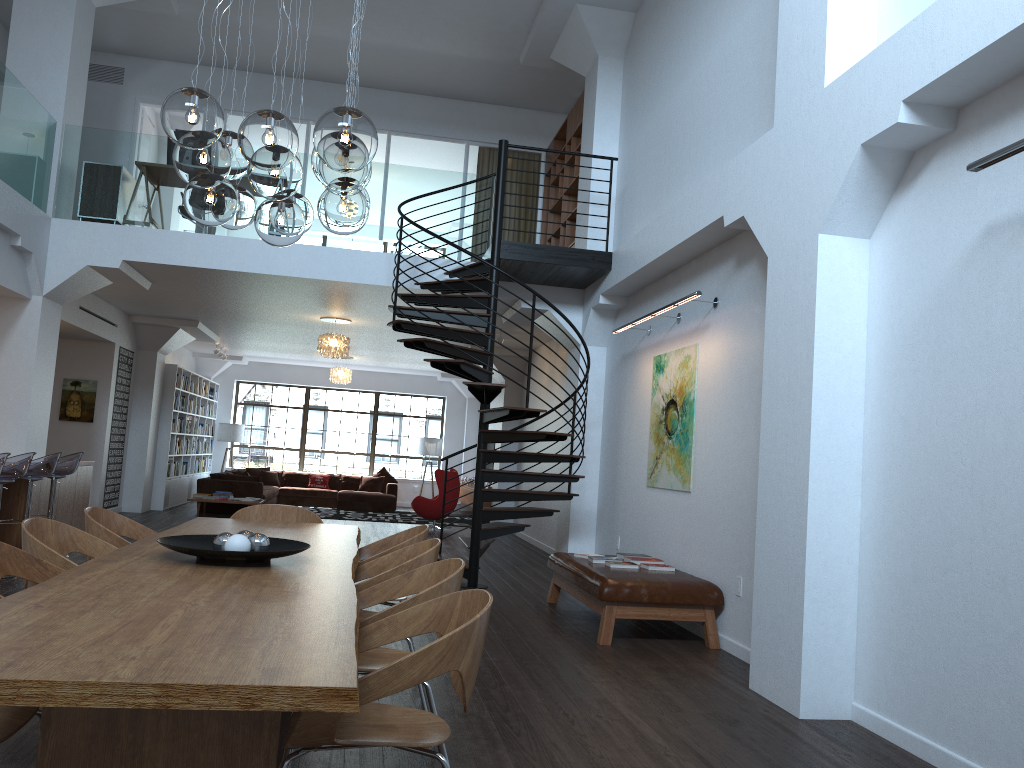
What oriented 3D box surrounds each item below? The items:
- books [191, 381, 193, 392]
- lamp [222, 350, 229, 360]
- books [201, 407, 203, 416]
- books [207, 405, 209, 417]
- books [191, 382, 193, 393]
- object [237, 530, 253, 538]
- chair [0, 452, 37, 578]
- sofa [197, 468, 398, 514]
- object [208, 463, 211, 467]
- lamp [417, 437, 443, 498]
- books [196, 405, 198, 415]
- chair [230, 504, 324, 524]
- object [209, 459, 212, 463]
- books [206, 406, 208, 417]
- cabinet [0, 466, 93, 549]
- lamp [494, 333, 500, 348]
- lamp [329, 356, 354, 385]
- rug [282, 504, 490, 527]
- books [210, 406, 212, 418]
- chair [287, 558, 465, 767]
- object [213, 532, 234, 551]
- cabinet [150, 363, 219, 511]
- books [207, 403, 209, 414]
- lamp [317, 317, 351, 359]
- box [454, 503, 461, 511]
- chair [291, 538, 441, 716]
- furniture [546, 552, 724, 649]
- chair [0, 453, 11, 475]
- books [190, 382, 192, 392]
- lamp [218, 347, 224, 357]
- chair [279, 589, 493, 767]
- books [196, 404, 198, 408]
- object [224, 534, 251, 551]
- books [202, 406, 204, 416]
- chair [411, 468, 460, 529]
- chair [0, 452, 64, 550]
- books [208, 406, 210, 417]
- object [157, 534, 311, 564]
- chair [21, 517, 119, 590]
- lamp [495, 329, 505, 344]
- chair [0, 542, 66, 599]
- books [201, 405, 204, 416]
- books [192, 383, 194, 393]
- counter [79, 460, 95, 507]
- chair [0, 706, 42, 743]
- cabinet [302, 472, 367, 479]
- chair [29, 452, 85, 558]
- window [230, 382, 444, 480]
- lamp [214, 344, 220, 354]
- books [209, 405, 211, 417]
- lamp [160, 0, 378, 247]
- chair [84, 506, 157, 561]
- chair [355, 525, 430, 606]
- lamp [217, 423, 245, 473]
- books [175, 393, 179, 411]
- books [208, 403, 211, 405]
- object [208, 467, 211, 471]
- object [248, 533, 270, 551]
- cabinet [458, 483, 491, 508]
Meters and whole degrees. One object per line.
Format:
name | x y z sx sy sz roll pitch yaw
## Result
books | -5.964 0.049 16.322 0.140 0.231 0.042 5 -5 -9
lamp | -5.675 -0.575 17.530 0.120 0.211 0.111 7 -6 -35
books | -6.219 0.537 17.591 0.134 0.184 0.030 5 -5 -9
books | -6.304 0.543 18.131 0.183 0.253 0.034 5 -5 -10
books | -5.978 0.055 16.369 0.158 0.226 0.052 5 -5 -9
object | -1.093 0.649 3.635 0.100 0.100 0.100 0 -6 35
chair | -4.206 1.046 7.231 0.481 1.014 0.530 5 -5 -11
sofa | -3.893 2.078 17.018 3.481 0.664 4.197 5 -5 -9
object | -6.549 1.708 18.747 0.331 0.088 0.410 5 -5 -9
lamp | -1.864 1.988 19.746 0.545 1.579 0.545 4 -5 2
books | -6.107 0.491 16.994 0.139 0.191 0.036 5 -5 -9
chair | -1.464 1.172 5.419 0.629 0.833 0.618 5 -5 -14
object | -6.551 1.620 18.754 0.316 0.088 0.410 5 -5 -9
books | -6.280 0.537 18.025 0.160 0.250 0.026 5 -5 -10
cabinet | -5.149 1.184 8.396 0.898 0.796 4.493 5 -5 -9
lamp | -0.243 -0.618 12.669 0.111 0.211 0.120 0 -6 40
lamp | -3.331 -0.262 17.307 0.441 0.539 0.442 1 -6 33
rug | -2.496 2.478 16.710 4.200 0.007 3.100 5 -5 -8
books | -6.382 0.579 18.536 0.174 0.240 0.045 5 -5 -10
chair | -0.492 1.056 3.266 0.618 0.833 0.629 5 -5 -9
object | -1.146 0.644 3.551 0.100 0.100 0.100 0 -6 35
cabinet | -6.244 1.019 16.798 0.461 2.414 4.500 5 -5 -9
books | -6.296 0.521 18.089 0.176 0.290 0.053 5 -5 -10
lamp | -2.473 -0.627 12.333 0.441 0.539 0.442 1 -6 33
box | -1.290 2.756 19.950 0.228 0.165 0.368 5 -5 -9
chair | -0.641 1.109 4.014 0.618 0.833 0.629 5 -5 -8
furniture | 0.897 1.662 7.037 0.907 0.453 1.819 5 -5 -9
chair | -4.072 1.002 6.615 0.481 1.014 0.530 5 -5 -7
books | -5.947 0.058 16.238 0.146 0.202 0.027 5 -5 -9
lamp | -5.588 -0.613 17.021 0.111 0.211 0.120 0 -6 40
chair | -0.373 0.998 2.497 0.618 0.833 0.629 5 -5 -9
books | -6.118 0.488 17.025 0.146 0.202 0.027 5 -5 -9
object | -1.076 0.639 3.476 0.100 0.100 0.100 0 -6 35
books | -6.232 0.539 17.692 0.136 0.196 0.045 5 -5 -9
chair | -1.277 1.906 14.906 0.801 1.006 0.798 3 -5 16
chair | -4.298 1.093 7.860 0.481 1.014 0.530 5 -5 -11
books | -6.336 0.560 18.282 0.174 0.240 0.045 5 -5 -10
object | -1.113 0.670 3.562 0.592 0.066 0.592 0 -6 38
chair | -1.816 1.012 3.812 0.618 0.833 0.629 5 -5 -9
lamp | -0.156 -0.656 12.160 0.120 0.211 0.111 7 -6 -35
chair | -1.686 0.957 3.062 0.618 0.833 0.629 5 -5 -9
books | -6.247 0.527 17.773 0.140 0.231 0.042 5 -5 -9
books | -5.986 0.080 16.457 0.139 0.191 0.036 5 -5 -9
counter | -3.973 1.118 6.951 3.039 0.860 8.182 8 -6 -39
chair | -1.556 0.901 2.307 0.618 0.833 0.629 5 -5 -9
cabinet | -3.915 2.311 19.541 1.520 0.625 0.350 5 -5 -9
chair | -4.405 1.138 8.480 0.481 1.014 0.530 5 -5 -7
window | -3.924 1.095 20.183 4.648 1.905 0.114 5 -5 -9
lamp | -5.502 -0.649 16.523 0.111 0.211 0.120 2 -5 25
books | -6.331 0.557 18.323 0.183 0.253 0.034 5 -5 -10
lamp | -1.004 -1.736 4.075 0.849 2.140 1.787 5 -5 -10
chair | -1.931 1.069 4.582 0.618 0.833 0.629 5 -5 -11
chair | -0.765 1.163 4.769 0.617 0.830 0.629 5 -5 -9
lamp | -6.122 1.647 19.143 0.545 1.579 0.545 6 -5 -20
books | -5.760 0.301 15.061 0.176 0.290 0.053 5 -5 -9
books | -6.345 0.541 18.357 0.176 0.290 0.036 5 -5 -10
object | -6.555 1.796 18.740 0.331 0.088 0.410 5 -5 -9
object | -1.023 0.648 3.562 0.100 0.100 0.100 0 -6 35
cabinet | -0.680 2.233 17.669 0.459 0.350 4.501 5 -5 -9
